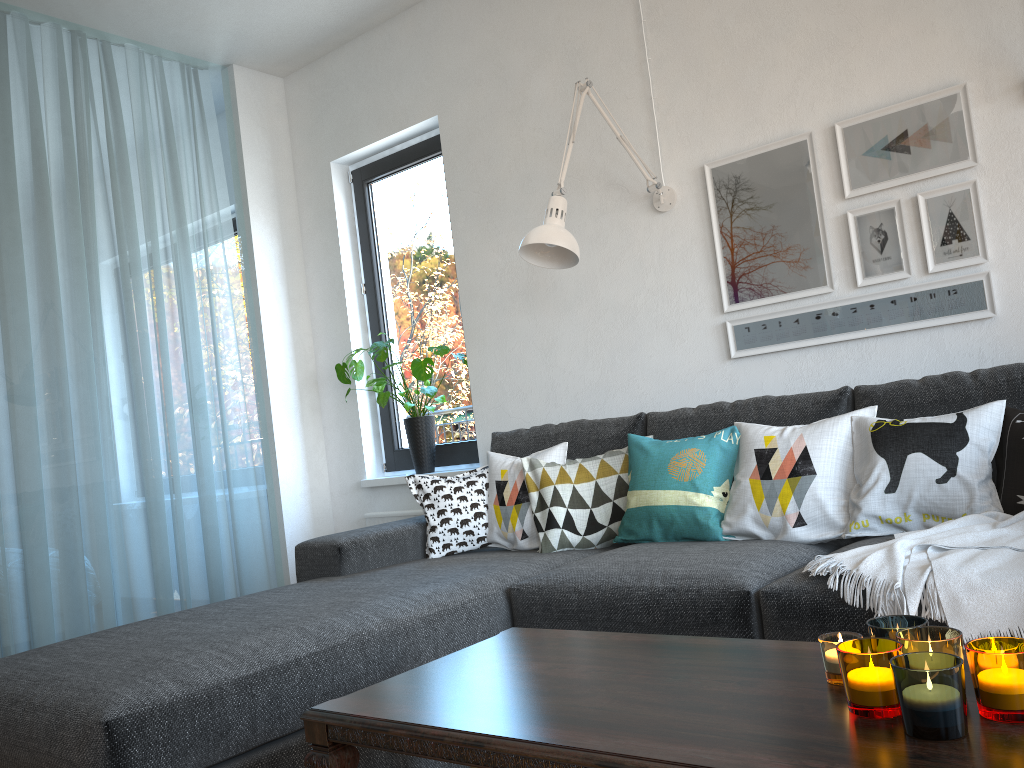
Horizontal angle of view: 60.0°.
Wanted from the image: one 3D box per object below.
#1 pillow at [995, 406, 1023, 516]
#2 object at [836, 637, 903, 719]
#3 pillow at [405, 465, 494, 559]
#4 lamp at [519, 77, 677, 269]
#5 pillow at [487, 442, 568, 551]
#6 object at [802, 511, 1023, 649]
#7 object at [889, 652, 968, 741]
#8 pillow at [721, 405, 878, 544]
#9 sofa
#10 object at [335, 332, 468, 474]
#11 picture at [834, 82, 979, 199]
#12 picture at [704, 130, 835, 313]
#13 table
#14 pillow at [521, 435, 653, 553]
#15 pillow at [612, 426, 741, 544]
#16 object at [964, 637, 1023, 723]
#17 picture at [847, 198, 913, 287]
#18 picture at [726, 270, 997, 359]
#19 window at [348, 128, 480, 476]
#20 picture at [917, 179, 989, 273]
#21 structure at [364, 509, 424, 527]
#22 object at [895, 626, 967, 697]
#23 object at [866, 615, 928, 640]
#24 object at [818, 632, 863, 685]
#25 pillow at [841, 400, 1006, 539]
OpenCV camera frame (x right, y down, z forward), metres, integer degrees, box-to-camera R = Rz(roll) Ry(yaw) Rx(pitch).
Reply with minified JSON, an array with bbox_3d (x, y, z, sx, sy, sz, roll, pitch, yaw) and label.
[{"bbox_3d":[1.343,0.191,2.082,0.234,0.358,0.450,-6,-3,-26],"label":"pillow"},{"bbox_3d":[0.457,0.372,1.123,0.079,0.081,0.079,-9,-3,33],"label":"object"},{"bbox_3d":[-0.182,0.446,3.070,0.334,0.319,0.160,-6,-3,-16],"label":"pillow"},{"bbox_3d":[0.270,-0.725,3.068,0.697,0.669,0.200,-4,-4,-43],"label":"lamp"},{"bbox_3d":[0.041,0.387,3.007,0.360,0.344,0.173,-9,-3,38],"label":"pillow"},{"bbox_3d":[0.903,0.413,1.919,0.489,0.212,0.605,-9,-4,34],"label":"object"},{"bbox_3d":[0.487,0.363,1.032,0.079,0.081,0.079,-9,-3,33],"label":"object"},{"bbox_3d":[0.794,0.275,2.494,0.437,0.368,0.285,-9,-4,38],"label":"pillow"},{"bbox_3d":[0.264,0.489,2.103,2.511,0.847,2.162,-10,-4,38],"label":"sofa"},{"bbox_3d":[-0.496,0.080,4.015,0.658,0.674,0.447,-9,-3,29],"label":"object"},{"bbox_3d":[1.211,-0.743,2.739,0.390,0.248,0.021,-9,-3,38],"label":"picture"},{"bbox_3d":[0.868,-0.541,3.014,0.390,0.534,0.013,-9,-3,38],"label":"picture"},{"bbox_3d":[0.306,0.647,1.293,1.181,0.408,0.570,-10,-4,38],"label":"table"},{"bbox_3d":[0.271,0.374,2.918,0.454,0.362,0.242,-7,-3,5],"label":"pillow"},{"bbox_3d":[0.518,0.306,2.709,0.414,0.340,0.272,-9,-4,37],"label":"pillow"},{"bbox_3d":[0.589,0.351,1.056,0.079,0.081,0.079,-9,-3,33],"label":"object"},{"bbox_3d":[1.160,-0.443,2.795,0.166,0.248,0.021,-9,-3,38],"label":"picture"},{"bbox_3d":[1.091,-0.212,2.861,0.838,0.136,0.021,-10,-4,38],"label":"picture"},{"bbox_3d":[3.619,2.105,17.410,13.993,18.359,24.362,-10,-4,44],"label":"window"},{"bbox_3d":[1.325,-0.471,2.664,0.166,0.248,0.021,-9,-3,38],"label":"picture"},{"bbox_3d":[-0.350,0.794,3.997,0.818,0.459,0.076,-9,-3,35],"label":"structure"},{"bbox_3d":[0.543,0.362,1.144,0.079,0.081,0.079,-9,-3,33],"label":"object"},{"bbox_3d":[0.536,0.368,1.222,0.079,0.081,0.079,-9,-3,33],"label":"object"},{"bbox_3d":[0.468,0.388,1.254,0.060,0.061,0.060,-10,-4,43],"label":"object"},{"bbox_3d":[1.057,0.225,2.277,0.382,0.318,0.265,-9,-4,38],"label":"pillow"}]
